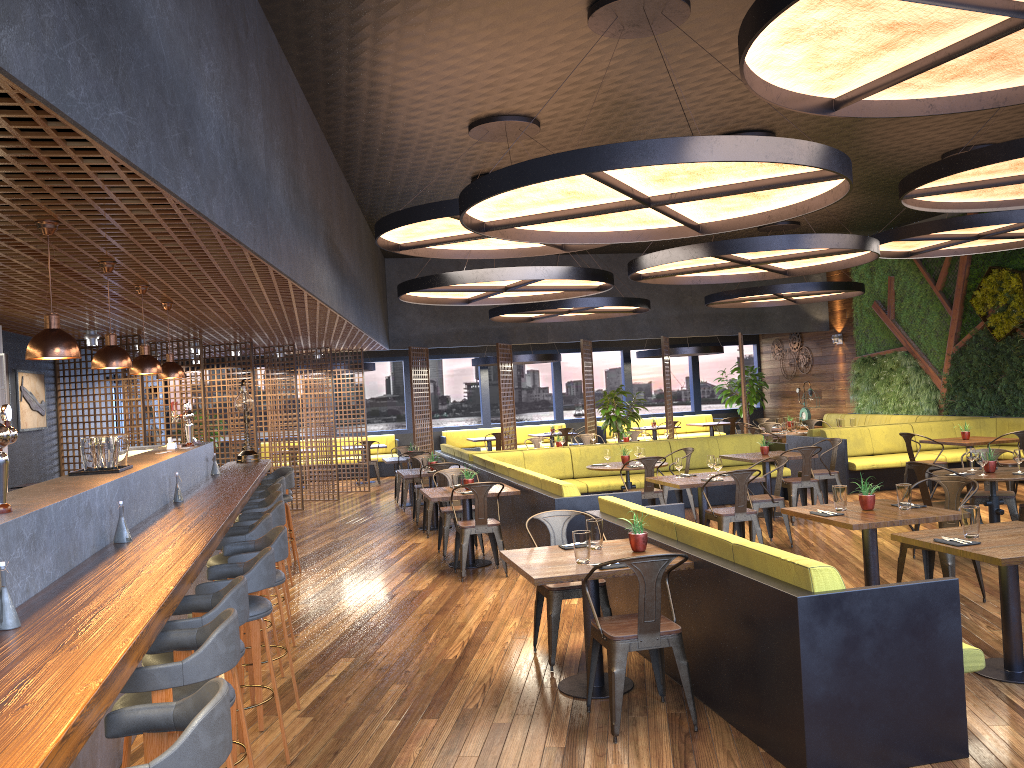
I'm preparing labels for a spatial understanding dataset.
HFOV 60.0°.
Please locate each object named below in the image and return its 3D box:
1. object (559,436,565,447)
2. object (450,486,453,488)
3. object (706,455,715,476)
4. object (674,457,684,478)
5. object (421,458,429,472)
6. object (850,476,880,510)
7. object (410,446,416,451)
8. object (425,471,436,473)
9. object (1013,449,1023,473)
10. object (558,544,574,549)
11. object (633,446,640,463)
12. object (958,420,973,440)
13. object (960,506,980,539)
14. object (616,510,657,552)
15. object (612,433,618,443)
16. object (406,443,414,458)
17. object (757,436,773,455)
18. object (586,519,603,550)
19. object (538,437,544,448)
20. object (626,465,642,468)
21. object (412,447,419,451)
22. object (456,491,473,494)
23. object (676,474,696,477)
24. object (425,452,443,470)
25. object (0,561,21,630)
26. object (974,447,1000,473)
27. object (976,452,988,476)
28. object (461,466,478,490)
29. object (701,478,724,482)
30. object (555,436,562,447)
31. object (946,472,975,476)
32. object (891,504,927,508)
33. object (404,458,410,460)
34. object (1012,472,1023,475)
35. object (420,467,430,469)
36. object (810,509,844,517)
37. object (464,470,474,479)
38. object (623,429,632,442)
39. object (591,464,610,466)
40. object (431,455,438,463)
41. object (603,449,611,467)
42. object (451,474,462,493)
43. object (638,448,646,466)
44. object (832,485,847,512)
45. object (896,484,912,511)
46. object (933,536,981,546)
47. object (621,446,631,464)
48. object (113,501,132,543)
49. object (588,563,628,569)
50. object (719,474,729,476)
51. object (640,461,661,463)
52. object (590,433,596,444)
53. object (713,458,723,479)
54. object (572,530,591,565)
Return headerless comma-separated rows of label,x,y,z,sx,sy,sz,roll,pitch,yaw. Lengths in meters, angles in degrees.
object,0.822,0.959,14.457,0.097,0.206,0.097,-3,-1,33
object,-0.527,1.081,9.416,0.255,0.019,0.157,-3,0,-13
object,2.074,0.846,9.226,0.097,0.206,0.097,-3,0,-12
object,1.724,0.865,9.155,0.097,0.206,0.097,-3,-1,-21
object,-1.127,1.052,11.544,0.102,0.178,0.102,-3,-1,-27
object,2.519,0.762,6.322,0.238,0.271,0.260,-3,-1,26
object,-1.623,1.105,14.551,0.102,0.178,0.102,-3,0,3
object,-1.007,1.125,11.421,0.255,0.019,0.157,-3,0,-13
object,4.597,0.698,8.042,0.097,0.206,0.097,-3,-1,29
object,0.424,0.996,5.507,0.255,0.019,0.157,-3,0,-13
object,1.577,0.890,11.159,0.097,0.206,0.097,-3,-1,26
object,6.089,0.614,11.931,0.260,0.271,0.238,-3,-1,26
object,2.627,0.792,5.077,0.102,0.178,0.102,-3,-1,-37
object,0.748,0.850,5.242,0.238,0.271,0.260,-3,0,-7
object,1.707,0.912,14.655,0.097,0.206,0.097,-3,-1,33
object,-1.619,1.057,14.375,0.260,0.271,0.238,-3,0,-11
object,3.218,0.765,11.277,0.260,0.271,0.238,-3,-1,23
object,0.504,0.911,5.365,0.102,0.178,0.102,-3,-1,-27
object,0.483,0.980,14.728,0.097,0.206,0.097,-3,-1,33
object,1.465,0.986,10.646,0.157,0.019,0.255,-3,0,-6
object,-1.544,1.098,14.239,0.102,0.178,0.102,-3,0,-7
object,-0.420,1.070,8.786,0.255,0.019,0.157,-3,0,-13
object,1.834,0.954,9.294,0.157,0.019,0.255,-3,0,-12
object,-1.037,1.003,11.762,0.260,0.271,0.238,-3,0,-11
object,-1.564,0.651,2.735,0.114,0.203,0.069,-3,-1,35
object,4.373,0.676,8.144,0.260,0.271,0.238,-3,-1,26
object,4.240,0.717,7.991,0.097,0.206,0.097,-3,-1,-41
object,-0.456,0.949,9.102,0.238,0.271,0.260,-3,0,9
object,1.964,0.942,8.744,0.157,0.019,0.255,-3,0,-12
object,0.768,0.928,14.666,0.238,0.271,0.260,-3,0,9
object,4.102,0.820,8.090,0.255,0.019,0.157,-3,0,-14
object,2.861,0.870,6.366,0.157,0.019,0.255,-3,0,-13
object,-1.596,1.179,14.064,0.255,0.019,0.157,-3,0,-13
object,4.558,0.793,7.872,0.157,0.019,0.255,-3,-1,-34
object,-1.115,1.136,12.051,0.255,0.019,0.157,-3,0,-13
object,2.207,0.905,6.253,0.157,0.019,0.255,-3,0,-13
object,-0.447,0.996,9.273,0.102,0.178,0.102,-3,-1,-27
object,1.913,0.868,14.922,0.238,0.271,0.260,-3,0,9
object,1.118,1.008,11.074,0.255,0.019,0.157,-3,-1,20
object,-1.035,1.050,11.908,0.102,0.178,0.102,-3,-1,-27
object,1.175,0.910,10.912,0.097,0.206,0.097,-3,-1,29
object,-0.554,0.999,8.901,0.102,0.178,0.102,-3,-1,23
object,1.579,0.886,10.774,0.097,0.206,0.097,-3,0,12
object,2.346,0.818,6.338,0.102,0.178,0.102,-4,-1,43
object,2.754,0.795,6.226,0.102,0.178,0.102,-3,0,-7
object,2.488,0.879,4.992,0.157,0.019,0.255,-3,0,-13
object,1.398,0.863,11.014,0.238,0.271,0.260,-3,0,9
object,-1.953,0.687,4.427,0.114,0.203,0.069,-4,-1,38
object,0.537,0.985,4.852,0.255,0.019,0.157,-3,0,-13
object,2.219,0.932,9.121,0.255,0.019,0.157,-3,0,-12
object,1.718,0.975,11.049,0.255,0.019,0.157,-3,0,-10
object,1.368,0.933,14.926,0.097,0.206,0.097,-3,-1,33
object,2.063,0.844,8.884,0.097,0.206,0.097,-3,-1,-21
object,0.392,0.914,4.955,0.102,0.178,0.102,-3,-1,23
